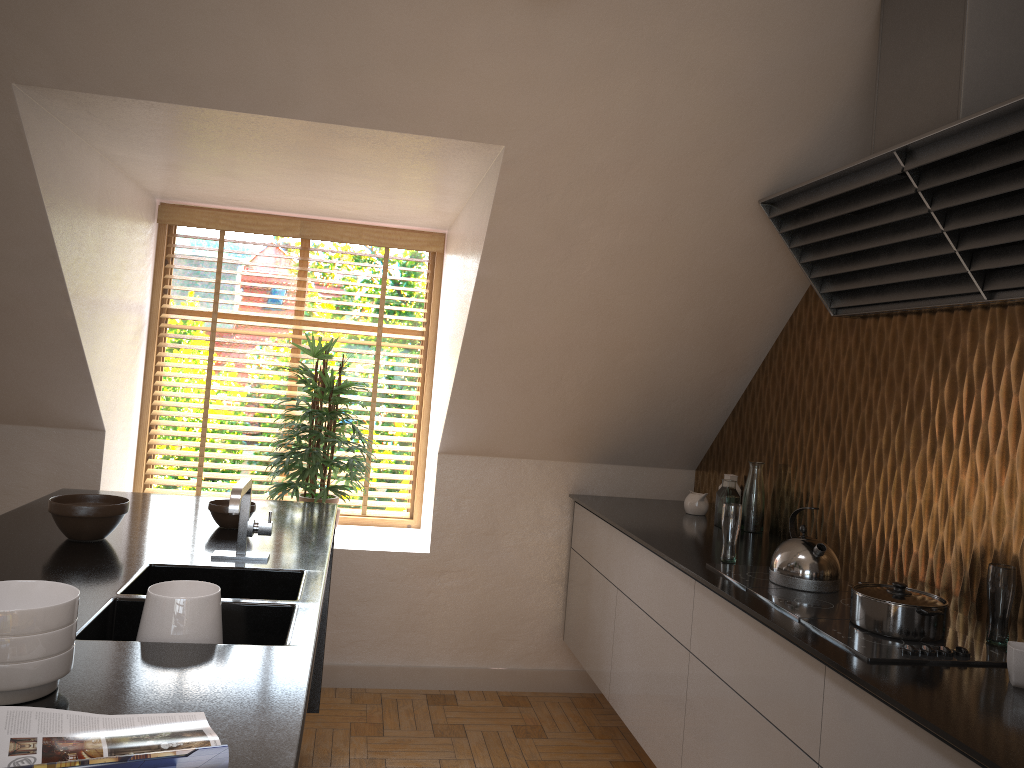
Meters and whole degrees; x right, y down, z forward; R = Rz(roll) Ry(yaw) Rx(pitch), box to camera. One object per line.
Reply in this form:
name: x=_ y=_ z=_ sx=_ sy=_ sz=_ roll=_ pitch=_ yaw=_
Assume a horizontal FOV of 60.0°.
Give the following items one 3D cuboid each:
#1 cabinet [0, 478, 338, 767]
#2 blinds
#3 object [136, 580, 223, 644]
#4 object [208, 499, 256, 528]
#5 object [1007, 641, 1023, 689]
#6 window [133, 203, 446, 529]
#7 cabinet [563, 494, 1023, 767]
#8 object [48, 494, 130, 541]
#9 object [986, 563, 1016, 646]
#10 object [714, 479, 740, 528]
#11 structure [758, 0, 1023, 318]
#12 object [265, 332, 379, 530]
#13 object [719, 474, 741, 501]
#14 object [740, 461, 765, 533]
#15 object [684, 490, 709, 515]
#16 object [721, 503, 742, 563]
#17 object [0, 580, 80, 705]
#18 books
cabinet: x=-0.989 y=0.803 z=2.145 sx=0.999 sy=1.137 sz=2.437 roll=5 pitch=0 yaw=-10
blinds: x=-1.124 y=-0.095 z=4.539 sx=1.429 sy=1.486 sz=0.069 roll=5 pitch=-2 yaw=-10
object: x=-0.669 y=0.528 z=1.782 sx=0.190 sy=0.232 sz=0.190 roll=4 pitch=-1 yaw=43
object: x=-0.889 y=0.414 z=2.807 sx=0.145 sy=0.075 sz=0.146 roll=5 pitch=0 yaw=-41
object: x=1.046 y=0.573 z=1.796 sx=0.078 sy=0.077 sz=0.077 roll=5 pitch=-1 yaw=8
window: x=-2.516 y=-0.962 z=0.056 sx=7.778 sy=4.471 sz=8.631 roll=5 pitch=0 yaw=-10
cabinet: x=0.821 y=0.807 z=2.713 sx=0.623 sy=0.916 sz=3.091 roll=5 pitch=0 yaw=-10
object: x=-1.186 y=0.376 z=2.479 sx=0.206 sy=0.106 sz=0.206 roll=5 pitch=0 yaw=-41
object: x=1.162 y=0.525 z=2.110 sx=0.062 sy=0.184 sz=0.062 roll=5 pitch=-2 yaw=-20
object: x=0.862 y=0.481 z=3.557 sx=0.068 sy=0.191 sz=0.100 roll=5 pitch=-1 yaw=-10
structure: x=1.195 y=-0.807 z=2.309 sx=0.420 sy=1.177 sz=1.538 roll=5 pitch=0 yaw=-10
object: x=-0.893 y=0.247 z=4.213 sx=0.517 sy=0.977 sz=0.554 roll=5 pitch=-1 yaw=-14
object: x=0.925 y=0.484 z=3.784 sx=0.068 sy=0.191 sz=0.100 roll=5 pitch=-1 yaw=-10
object: x=0.964 y=0.448 z=3.527 sx=0.089 sy=0.274 sz=0.089 roll=6 pitch=-2 yaw=-32
object: x=0.804 y=0.515 z=3.865 sx=0.107 sy=0.106 sz=0.178 roll=5 pitch=0 yaw=17
object: x=0.704 y=0.479 z=2.854 sx=0.062 sy=0.184 sz=0.062 roll=5 pitch=-2 yaw=-20
object: x=-0.783 y=0.402 z=1.386 sx=0.181 sy=0.147 sz=0.181 roll=5 pitch=0 yaw=-12
books: x=-0.543 y=0.479 z=1.187 sx=0.281 sy=0.044 sz=0.222 roll=4 pitch=1 yaw=-27
